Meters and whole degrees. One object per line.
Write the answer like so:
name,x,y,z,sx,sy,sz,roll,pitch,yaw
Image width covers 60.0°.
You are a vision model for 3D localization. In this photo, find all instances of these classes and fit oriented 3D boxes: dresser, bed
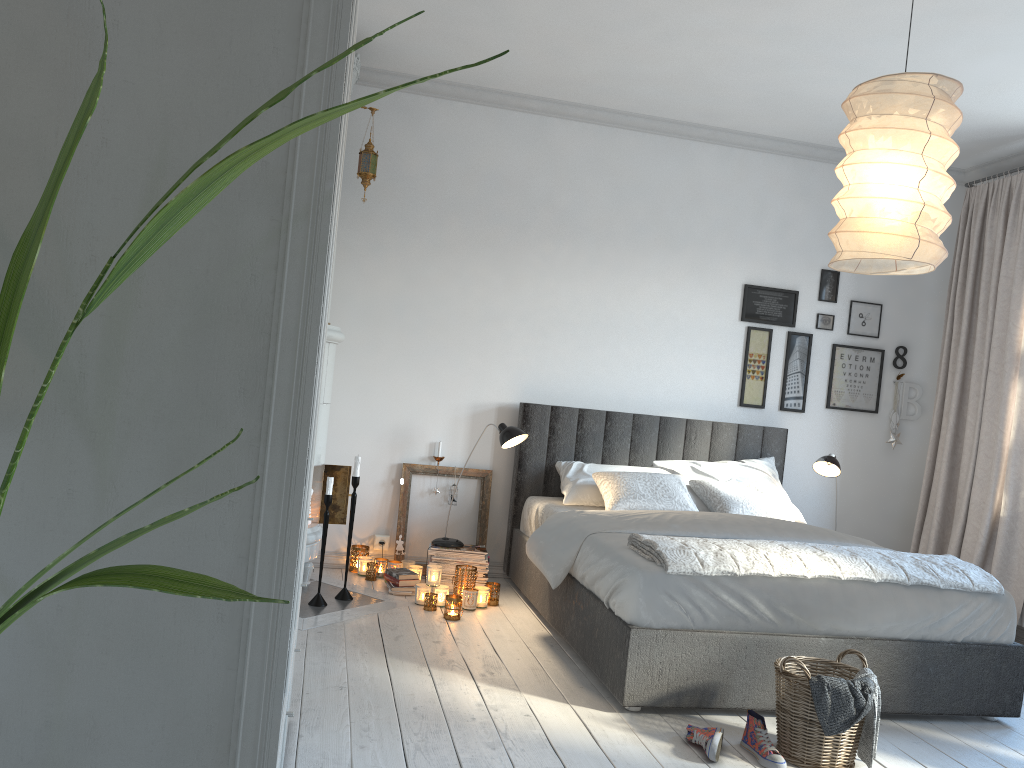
dresser,-0.743,-0.044,2.023,0.631,2.163,1.431,6,0,-12
bed,1.036,0.726,4.331,1.889,1.047,2.175,6,0,-12

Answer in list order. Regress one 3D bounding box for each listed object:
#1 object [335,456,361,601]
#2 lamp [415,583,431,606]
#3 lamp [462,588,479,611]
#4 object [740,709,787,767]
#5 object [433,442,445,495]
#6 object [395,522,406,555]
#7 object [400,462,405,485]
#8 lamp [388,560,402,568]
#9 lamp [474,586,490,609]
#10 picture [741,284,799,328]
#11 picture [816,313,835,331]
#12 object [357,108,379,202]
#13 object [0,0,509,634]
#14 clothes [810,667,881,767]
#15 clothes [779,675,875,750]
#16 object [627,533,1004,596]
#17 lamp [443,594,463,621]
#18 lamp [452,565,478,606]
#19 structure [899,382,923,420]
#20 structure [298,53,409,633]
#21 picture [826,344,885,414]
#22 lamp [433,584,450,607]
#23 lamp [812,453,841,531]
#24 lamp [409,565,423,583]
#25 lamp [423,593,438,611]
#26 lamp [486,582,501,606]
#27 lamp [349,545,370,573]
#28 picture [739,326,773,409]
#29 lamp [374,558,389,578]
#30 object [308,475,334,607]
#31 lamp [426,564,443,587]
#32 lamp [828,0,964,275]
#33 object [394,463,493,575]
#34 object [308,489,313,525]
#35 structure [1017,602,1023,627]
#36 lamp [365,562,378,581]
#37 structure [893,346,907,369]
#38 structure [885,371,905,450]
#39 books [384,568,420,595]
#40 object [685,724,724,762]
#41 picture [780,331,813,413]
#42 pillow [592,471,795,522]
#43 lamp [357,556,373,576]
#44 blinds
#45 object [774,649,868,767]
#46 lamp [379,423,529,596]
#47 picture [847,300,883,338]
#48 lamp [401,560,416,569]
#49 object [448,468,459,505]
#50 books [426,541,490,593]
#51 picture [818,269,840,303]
object,-0.796,0.706,4.387,0.091,0.718,0.091,6,1,-3
lamp,-0.447,1.054,4.436,0.080,0.098,0.081,6,0,23
lamp,-0.211,1.078,4.438,0.080,0.098,0.081,6,0,23
object,0.830,1.164,2.897,0.083,0.122,0.222,6,0,-12
object,-0.432,0.489,5.170,0.067,0.320,0.067,6,1,37
object,-0.634,0.870,5.095,0.062,0.220,0.028,6,1,-17
object,-0.633,0.516,5.115,0.024,0.127,0.023,5,1,-28
lamp,-0.654,1.037,4.922,0.081,0.098,0.080,6,0,-40
lamp,-0.156,1.084,4.507,0.080,0.098,0.081,6,0,23
picture,1.622,-0.490,5.571,0.366,0.232,0.020,6,1,-12
picture,1.998,-0.395,5.654,0.119,0.098,0.010,6,1,-12
object,-0.770,-1.221,4.757,0.117,0.505,0.105,5,1,-38
object,-0.571,0.286,0.992,1.043,1.554,0.289,6,1,18
clothes,1.053,1.081,2.924,0.283,0.288,0.235,6,0,28
clothes,1.032,1.065,2.881,0.246,0.270,0.297,6,0,-11
object,1.200,0.699,3.503,1.460,0.104,0.404,6,0,-12
lamp,-0.282,1.066,4.228,0.081,0.106,0.081,6,0,-35
lamp,-0.242,1.031,4.545,0.117,0.188,0.122,6,0,31
structure,2.614,0.116,5.792,0.146,0.239,0.024,6,1,-12
structure,-1.062,-0.301,4.451,1.246,2.836,0.801,6,1,33
picture,2.210,-0.032,5.706,0.365,0.415,0.021,6,1,-12
lamp,-0.358,1.063,4.448,0.080,0.098,0.081,6,0,23
lamp,1.976,0.886,5.327,0.801,0.936,0.450,6,0,-29
lamp,-0.531,1.049,4.860,0.081,0.098,0.080,6,0,-40
lamp,-0.398,1.069,4.342,0.067,0.078,0.070,6,0,30
lamp,-0.103,1.086,4.586,0.080,0.107,0.080,6,0,-39
lamp,-0.869,0.994,5.047,0.108,0.141,0.107,6,0,-39
picture,1.533,-0.103,5.565,0.165,0.504,0.020,6,1,-12
lamp,-0.734,1.029,4.956,0.081,0.098,0.080,6,0,-40
object,-0.895,0.743,4.225,0.091,0.622,0.091,5,1,-33
lamp,-0.391,0.961,4.443,0.080,0.098,0.081,6,0,32
lamp,1.171,-0.960,2.635,0.338,1.231,0.340,6,1,20
object,-0.400,0.796,5.161,0.528,0.630,0.082,6,1,-12
object,-1.077,0.621,4.577,0.098,0.210,0.098,6,0,-13
structure,3.010,1.073,4.347,0.195,0.547,1.505,6,0,-12
lamp,-0.771,1.028,4.858,0.063,0.091,0.073,6,0,21
structure,2.524,-0.172,5.762,0.096,0.151,0.014,6,1,-12
structure,2.484,0.171,5.742,0.134,0.514,0.078,6,1,-24
books,-0.578,1.044,4.685,0.175,0.096,0.262,6,0,-17
object,0.625,1.161,2.902,0.120,0.084,0.222,6,0,17
picture,1.803,-0.075,5.621,0.165,0.504,0.020,6,1,-12
pillow,0.992,0.613,4.757,1.147,0.225,0.415,6,0,-19
lamp,-0.824,1.020,4.959,0.081,0.098,0.080,6,0,-40
blinds,2.704,0.095,5.122,0.225,2.648,0.830,6,1,-12
object,1.021,1.068,2.939,0.319,0.351,0.319,6,0,20
lamp,-0.350,0.647,4.841,0.825,0.936,0.450,6,0,6
picture,2.272,-0.416,5.709,0.225,0.220,0.010,6,1,-12
lamp,-0.586,1.044,4.980,0.080,0.098,0.081,6,0,35
object,-0.334,0.594,5.177,0.062,0.228,0.063,6,1,12
books,-0.293,1.006,4.871,0.346,0.232,0.245,6,0,-3
picture,2.022,-0.624,5.651,0.128,0.202,0.011,6,1,-12
